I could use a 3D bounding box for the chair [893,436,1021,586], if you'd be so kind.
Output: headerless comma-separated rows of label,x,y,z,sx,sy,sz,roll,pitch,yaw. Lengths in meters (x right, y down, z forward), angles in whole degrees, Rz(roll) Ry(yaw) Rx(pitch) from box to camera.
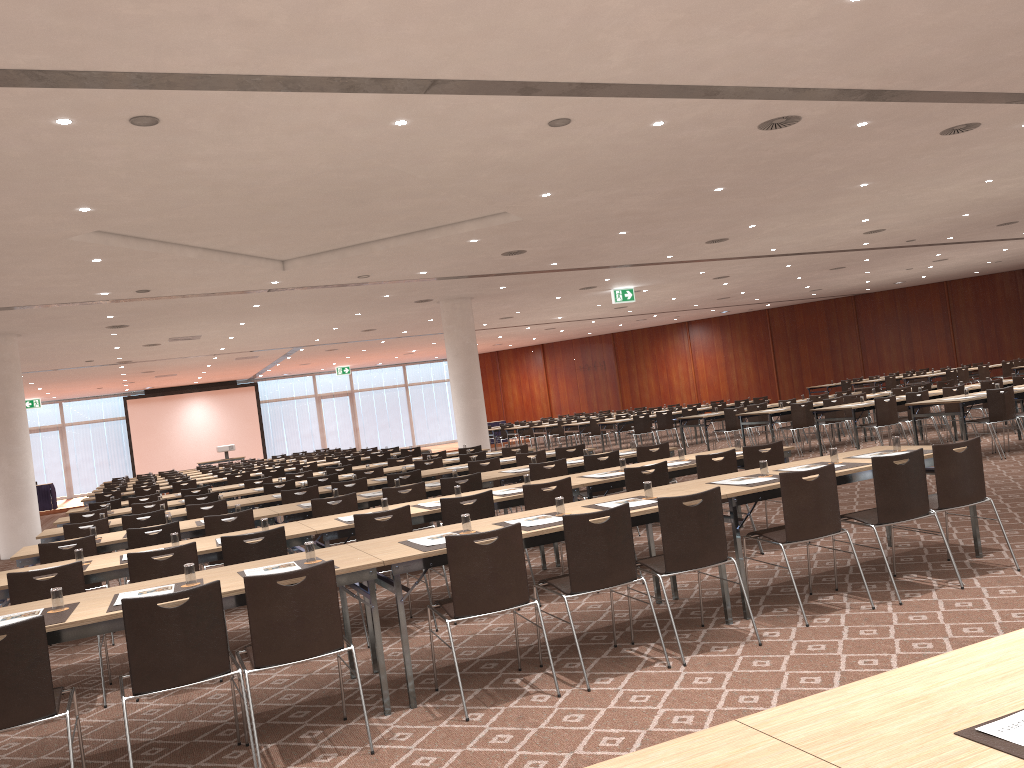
chair,3.062,0.864,6.254,0.535,0.939,0.614,-7,-1,-21

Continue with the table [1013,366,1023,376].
table,13.859,-0.154,22.348,2.266,0.833,0.954,-7,-1,-23

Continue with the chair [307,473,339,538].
chair,-2.635,1.743,12.468,0.535,0.939,0.614,-7,-1,-22

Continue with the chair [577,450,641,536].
chair,0.956,1.213,9.658,0.535,0.939,0.614,-7,-1,-22

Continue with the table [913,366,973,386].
table,13.817,-0.022,28.297,2.266,0.833,0.954,-7,-1,-23

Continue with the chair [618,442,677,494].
chair,1.543,1.142,9.946,0.535,0.939,0.614,-7,-1,-26

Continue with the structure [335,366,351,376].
structure,-7.031,-0.550,36.918,0.587,0.346,0.105,-7,-1,-23

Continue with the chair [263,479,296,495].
chair,-3.206,1.814,12.309,0.535,0.939,0.614,-7,-1,-25

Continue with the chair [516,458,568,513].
chair,0.376,1.285,9.495,0.535,0.939,0.614,-7,-1,-22

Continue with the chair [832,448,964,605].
chair,2.546,0.926,5.996,0.535,0.939,0.614,-7,-1,-20

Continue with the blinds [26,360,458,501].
blinds,-12.819,2.005,36.313,22.841,3.816,0.115,-7,-1,-23

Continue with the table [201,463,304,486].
table,-5.751,2.364,19.962,2.266,0.833,0.954,-7,-1,-23

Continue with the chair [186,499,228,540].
chair,-3.424,1.795,10.046,0.535,0.939,0.614,-7,-1,-25

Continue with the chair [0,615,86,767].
chair,-2.254,1.512,3.952,0.535,0.939,0.614,-7,-1,-23

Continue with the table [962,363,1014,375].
table,14.587,-0.162,26.455,2.266,0.833,0.954,-7,-1,-23

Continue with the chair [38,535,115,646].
chair,-3.770,1.789,7.645,0.535,0.939,0.614,-7,-1,-24

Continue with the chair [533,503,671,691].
chair,0.470,1.180,5.149,0.535,0.939,0.614,-7,-1,-24

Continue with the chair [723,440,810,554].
chair,2.256,1.010,8.126,0.535,0.939,0.614,-7,-1,-21

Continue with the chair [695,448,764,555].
chair,1.766,1.068,7.871,0.535,0.939,0.614,-7,-1,-25

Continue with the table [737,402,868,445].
table,5.457,0.824,16.599,2.266,0.833,0.954,-7,-1,-23

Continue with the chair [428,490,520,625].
chair,-0.354,1.328,7.014,0.535,0.939,0.614,-7,-1,-22

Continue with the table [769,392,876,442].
table,6.762,0.711,19.325,2.266,0.833,0.954,-7,-1,-23

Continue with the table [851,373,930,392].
table,11.743,0.231,27.414,2.266,0.833,0.954,-7,-1,-23

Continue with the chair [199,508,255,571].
chair,-2.595,1.647,8.229,0.535,0.939,0.614,-7,-1,-25

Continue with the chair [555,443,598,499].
chair,0.763,1.283,11.784,0.535,0.939,0.614,-7,-1,-21

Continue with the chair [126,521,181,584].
chair,-3.157,1.715,7.944,0.535,0.939,0.614,-7,-1,-22

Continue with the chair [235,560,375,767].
chair,-1.085,1.369,4.450,0.535,0.939,0.614,-7,-1,-24

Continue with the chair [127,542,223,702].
chair,-2.348,1.569,6.081,0.535,0.939,0.614,-7,-1,-23

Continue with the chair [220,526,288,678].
chair,-1.812,1.505,6.347,0.535,0.939,0.614,-7,-1,-22

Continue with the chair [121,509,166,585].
chair,-3.991,1.862,9.721,0.535,0.939,0.614,-7,-1,-24

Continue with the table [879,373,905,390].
table,13.048,0.118,30.139,2.266,0.833,0.954,-7,-1,-23

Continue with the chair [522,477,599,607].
chair,0.273,1.251,7.235,0.535,0.939,0.614,-7,-1,-24

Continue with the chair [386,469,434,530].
chair,-1.314,1.536,10.862,0.535,0.939,0.614,-7,-1,-24

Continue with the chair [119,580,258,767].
chair,-1.594,1.432,4.270,0.535,0.939,0.614,-7,-1,-26

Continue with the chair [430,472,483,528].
chair,-0.514,1.393,9.070,0.535,0.939,0.614,-7,-1,-20

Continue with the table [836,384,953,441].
table,7.532,0.571,17.483,2.266,0.833,0.954,-7,-1,-23

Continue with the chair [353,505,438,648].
chair,-0.967,1.401,6.670,0.535,0.939,0.614,-7,-1,-25

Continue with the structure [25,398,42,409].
structure,-17.556,0.734,32.435,0.587,0.346,0.105,-7,-1,-23

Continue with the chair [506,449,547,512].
chair,0.231,1.349,11.603,0.535,0.939,0.614,-7,-1,-25

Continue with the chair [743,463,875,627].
chair,1.882,1.009,5.797,0.535,0.939,0.614,-7,-1,-21

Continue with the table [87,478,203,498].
table,-7.825,2.617,19.078,2.266,0.833,0.954,-7,-1,-23

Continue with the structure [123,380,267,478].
structure,-12.776,1.777,35.934,5.156,3.525,0.395,-7,-1,-23

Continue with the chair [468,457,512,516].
chair,-0.361,1.420,11.305,0.535,0.939,0.614,-7,-1,-23

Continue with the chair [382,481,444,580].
chair,-1.060,1.458,8.800,0.535,0.939,0.614,-7,-1,-22

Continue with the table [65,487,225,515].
table,-5.710,2.232,14.012,2.266,0.833,0.954,-7,-1,-23

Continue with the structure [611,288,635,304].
structure,2.706,-2.151,21.603,0.587,0.346,0.105,-7,-1,-23

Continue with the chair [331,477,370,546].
chair,-1.946,1.614,10.676,0.535,0.939,0.614,-7,-1,-25

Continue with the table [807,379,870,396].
table,10.974,0.371,29.256,2.266,0.833,0.954,-7,-1,-23

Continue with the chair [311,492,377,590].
chair,-1.691,1.536,8.569,0.535,0.939,0.614,-7,-1,-21

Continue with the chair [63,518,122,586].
chair,-4.526,1.928,9.531,0.535,0.939,0.614,-7,-1,-26

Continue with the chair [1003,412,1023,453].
chair,7.204,0.450,12.277,0.535,0.939,0.614,-7,-1,-24

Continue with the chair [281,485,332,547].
chair,-2.470,1.677,10.407,0.535,0.939,0.614,-7,-1,-25

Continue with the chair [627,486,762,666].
chair,1.041,1.110,5.355,0.535,0.939,0.614,-7,-1,-22

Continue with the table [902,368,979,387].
table,12.512,0.091,25.571,2.266,0.833,0.954,-7,-1,-23

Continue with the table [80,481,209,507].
table,-7.056,2.477,17.236,2.266,0.833,0.954,-7,-1,-23

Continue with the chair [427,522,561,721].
chair,-0.150,1.257,4.931,0.535,0.939,0.614,-7,-1,-20

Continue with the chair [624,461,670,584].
chair,1.106,1.148,7.553,0.535,0.939,0.614,-7,-1,-26

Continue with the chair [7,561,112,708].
chair,-2.999,1.649,5.842,0.535,0.939,0.614,-7,-1,-22
